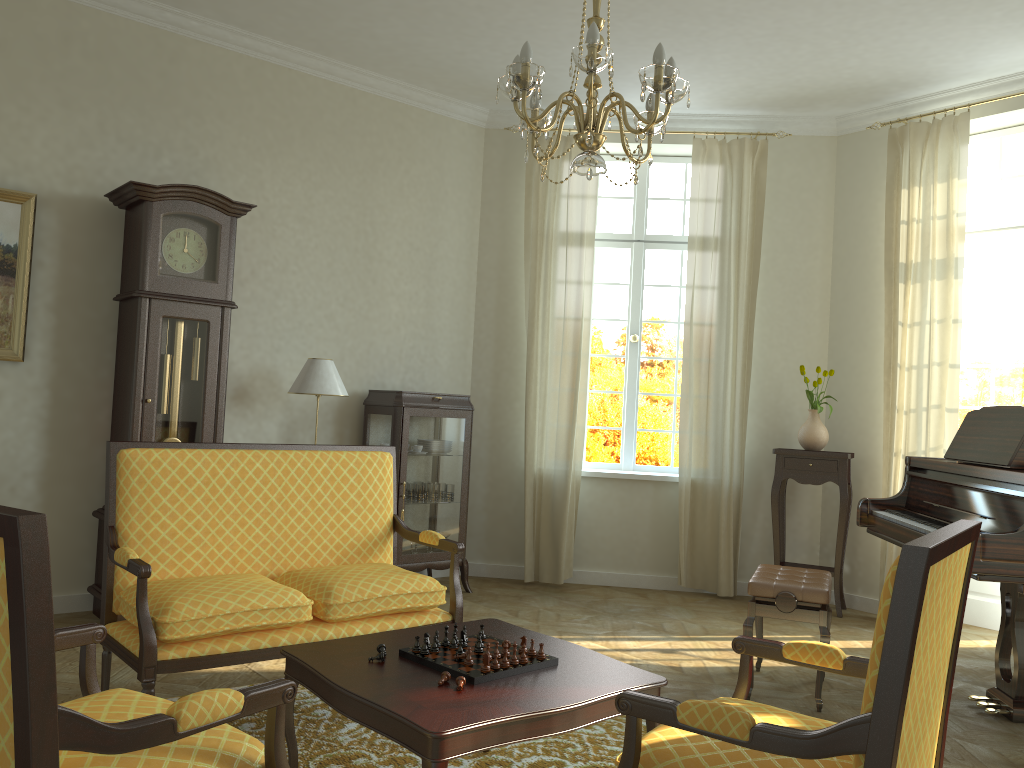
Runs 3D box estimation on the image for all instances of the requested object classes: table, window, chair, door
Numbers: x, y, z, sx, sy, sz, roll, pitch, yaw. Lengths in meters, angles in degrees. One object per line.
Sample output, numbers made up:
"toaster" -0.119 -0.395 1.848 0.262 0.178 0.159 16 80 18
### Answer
"table" -0.145 1.124 2.784 0.932 0.494 0.922 4 -2 -38
"window" 0.986 -0.572 7.089 1.400 2.550 0.181 3 -2 6
"table" 2.122 1.033 6.310 0.522 1.114 0.344 2 -2 26
"chair" -0.907 0.756 1.840 0.730 1.083 0.671 2 -2 32
"chair" -0.917 0.808 3.654 1.389 1.083 0.680 4 -2 -40
"chair" 0.641 0.844 2.045 0.671 1.083 0.730 2 -2 35
"chair" 1.357 1.215 4.345 0.385 0.563 0.638 2 -2 21
"window" 3.563 -1.398 5.803 0.055 0.680 1.380 4 -2 -39
"door" 3.331 0.292 5.635 0.425 2.690 1.385 4 -2 -39

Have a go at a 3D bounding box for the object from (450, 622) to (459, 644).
"object" -0.188 0.824 2.938 0.030 0.069 0.030 3 -2 8

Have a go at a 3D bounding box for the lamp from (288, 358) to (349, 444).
"lamp" -1.251 0.616 5.579 0.380 1.552 0.381 4 -2 -34

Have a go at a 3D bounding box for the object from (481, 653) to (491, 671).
"object" -0.078 0.830 2.654 0.030 0.052 0.030 3 -2 8

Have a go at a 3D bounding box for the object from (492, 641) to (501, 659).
"object" -0.048 0.837 2.795 0.030 0.050 0.030 3 -2 8

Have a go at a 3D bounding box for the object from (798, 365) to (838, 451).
"object" 2.165 0.173 6.335 0.264 0.609 0.242 4 -2 -15

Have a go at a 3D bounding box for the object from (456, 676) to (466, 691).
"object" -0.147 0.854 2.530 0.030 0.030 0.047 3 -2 -2

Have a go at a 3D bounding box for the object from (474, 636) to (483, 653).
"object" -0.106 0.835 2.851 0.030 0.050 0.030 3 -2 8

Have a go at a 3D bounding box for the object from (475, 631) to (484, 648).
"object" -0.106 0.837 2.909 0.030 0.050 0.030 3 -2 8

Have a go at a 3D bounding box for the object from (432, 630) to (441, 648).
"object" -0.245 0.826 2.882 0.030 0.055 0.030 3 -2 8

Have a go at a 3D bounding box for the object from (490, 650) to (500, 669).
"object" -0.049 0.831 2.682 0.030 0.055 0.030 3 -2 8

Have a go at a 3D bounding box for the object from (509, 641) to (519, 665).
"object" 0.008 0.828 2.738 0.030 0.069 0.030 3 -2 8

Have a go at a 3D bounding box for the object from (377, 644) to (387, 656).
"object" -0.410 0.848 2.828 0.030 0.030 0.052 4 -2 -29

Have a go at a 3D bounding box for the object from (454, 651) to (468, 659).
"object" -0.153 0.839 2.750 0.052 0.030 0.030 3 -2 7

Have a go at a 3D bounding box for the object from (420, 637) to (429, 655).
"object" -0.274 0.825 2.797 0.030 0.050 0.030 3 -2 8

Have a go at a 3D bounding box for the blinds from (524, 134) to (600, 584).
"blinds" 0.300 -0.208 6.652 0.554 3.385 0.162 3 -2 11

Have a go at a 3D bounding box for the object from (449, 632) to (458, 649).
"object" -0.189 0.832 2.881 0.030 0.050 0.030 3 -2 8

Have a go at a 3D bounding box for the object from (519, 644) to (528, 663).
"object" 0.036 0.838 2.766 0.030 0.055 0.030 3 -2 8

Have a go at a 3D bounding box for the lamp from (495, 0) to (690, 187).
"lamp" 0.306 -1.467 3.127 0.661 1.466 0.662 2 -2 20

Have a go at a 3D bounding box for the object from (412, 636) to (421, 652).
"object" -0.302 0.827 2.826 0.030 0.044 0.030 3 -2 8

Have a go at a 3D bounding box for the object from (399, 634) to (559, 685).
"object" -0.106 0.869 2.823 0.360 0.021 0.360 5 -2 -44

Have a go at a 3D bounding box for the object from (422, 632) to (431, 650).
"object" -0.274 0.825 2.854 0.030 0.052 0.030 3 -2 8

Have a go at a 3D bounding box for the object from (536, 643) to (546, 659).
"object" 0.093 0.848 2.822 0.030 0.044 0.030 3 -2 8

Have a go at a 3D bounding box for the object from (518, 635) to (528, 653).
"object" 0.037 0.843 2.879 0.030 0.052 0.030 3 -2 8

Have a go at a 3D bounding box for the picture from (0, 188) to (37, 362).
"picture" -2.998 -0.611 4.644 0.852 0.931 0.081 4 -2 -39

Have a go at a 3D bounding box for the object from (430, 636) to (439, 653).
"object" -0.246 0.827 2.825 0.030 0.050 0.030 3 -2 8

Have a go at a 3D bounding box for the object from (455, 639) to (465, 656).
"object" -0.162 0.831 2.797 0.030 0.050 0.030 3 -2 8

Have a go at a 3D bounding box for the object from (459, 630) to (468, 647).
"object" -0.159 0.833 2.908 0.030 0.052 0.030 4 -2 -22

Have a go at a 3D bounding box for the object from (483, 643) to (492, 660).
"object" -0.076 0.835 2.769 0.030 0.050 0.030 3 -2 8

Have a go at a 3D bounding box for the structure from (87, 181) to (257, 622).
"structure" -1.986 0.110 5.125 0.715 2.458 0.521 4 -2 -39

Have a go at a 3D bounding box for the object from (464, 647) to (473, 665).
"object" -0.131 0.830 2.708 0.030 0.050 0.030 3 -2 8

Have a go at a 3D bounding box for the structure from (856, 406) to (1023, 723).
"structure" 2.768 0.844 4.111 1.856 1.439 1.514 3 -2 6

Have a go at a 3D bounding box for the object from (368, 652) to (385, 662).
"object" -0.419 0.846 2.751 0.052 0.030 0.030 3 -2 -12

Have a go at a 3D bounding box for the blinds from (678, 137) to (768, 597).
"blinds" 1.540 -0.142 6.580 0.552 3.381 0.159 3 -2 9

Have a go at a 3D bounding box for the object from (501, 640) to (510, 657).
"object" -0.020 0.839 2.820 0.030 0.050 0.030 3 -2 8

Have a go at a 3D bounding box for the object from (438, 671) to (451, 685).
"object" -0.198 0.852 2.567 0.030 0.030 0.052 3 -2 17

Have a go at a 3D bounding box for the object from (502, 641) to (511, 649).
"object" -0.022 0.850 2.874 0.030 0.030 0.052 3 -2 12

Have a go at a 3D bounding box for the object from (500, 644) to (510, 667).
"object" -0.021 0.829 2.710 0.030 0.064 0.030 3 -2 8

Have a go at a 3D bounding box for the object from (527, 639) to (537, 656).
"object" 0.065 0.845 2.850 0.030 0.050 0.030 3 -2 8

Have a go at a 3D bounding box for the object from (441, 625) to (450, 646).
"object" -0.216 0.824 2.910 0.030 0.064 0.030 3 -2 8

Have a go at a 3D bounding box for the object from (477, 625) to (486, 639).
"object" -0.103 0.843 3.022 0.030 0.044 0.030 3 -2 8

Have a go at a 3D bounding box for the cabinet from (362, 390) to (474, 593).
"cabinet" -0.679 0.752 6.209 0.733 1.386 0.542 4 -2 -39

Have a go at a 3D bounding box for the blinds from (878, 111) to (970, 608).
"blinds" 2.739 -0.094 5.956 0.159 3.386 0.552 5 -2 -42

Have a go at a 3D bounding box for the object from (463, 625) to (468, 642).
"object" -0.160 0.833 2.966 0.030 0.055 0.030 3 -2 8
